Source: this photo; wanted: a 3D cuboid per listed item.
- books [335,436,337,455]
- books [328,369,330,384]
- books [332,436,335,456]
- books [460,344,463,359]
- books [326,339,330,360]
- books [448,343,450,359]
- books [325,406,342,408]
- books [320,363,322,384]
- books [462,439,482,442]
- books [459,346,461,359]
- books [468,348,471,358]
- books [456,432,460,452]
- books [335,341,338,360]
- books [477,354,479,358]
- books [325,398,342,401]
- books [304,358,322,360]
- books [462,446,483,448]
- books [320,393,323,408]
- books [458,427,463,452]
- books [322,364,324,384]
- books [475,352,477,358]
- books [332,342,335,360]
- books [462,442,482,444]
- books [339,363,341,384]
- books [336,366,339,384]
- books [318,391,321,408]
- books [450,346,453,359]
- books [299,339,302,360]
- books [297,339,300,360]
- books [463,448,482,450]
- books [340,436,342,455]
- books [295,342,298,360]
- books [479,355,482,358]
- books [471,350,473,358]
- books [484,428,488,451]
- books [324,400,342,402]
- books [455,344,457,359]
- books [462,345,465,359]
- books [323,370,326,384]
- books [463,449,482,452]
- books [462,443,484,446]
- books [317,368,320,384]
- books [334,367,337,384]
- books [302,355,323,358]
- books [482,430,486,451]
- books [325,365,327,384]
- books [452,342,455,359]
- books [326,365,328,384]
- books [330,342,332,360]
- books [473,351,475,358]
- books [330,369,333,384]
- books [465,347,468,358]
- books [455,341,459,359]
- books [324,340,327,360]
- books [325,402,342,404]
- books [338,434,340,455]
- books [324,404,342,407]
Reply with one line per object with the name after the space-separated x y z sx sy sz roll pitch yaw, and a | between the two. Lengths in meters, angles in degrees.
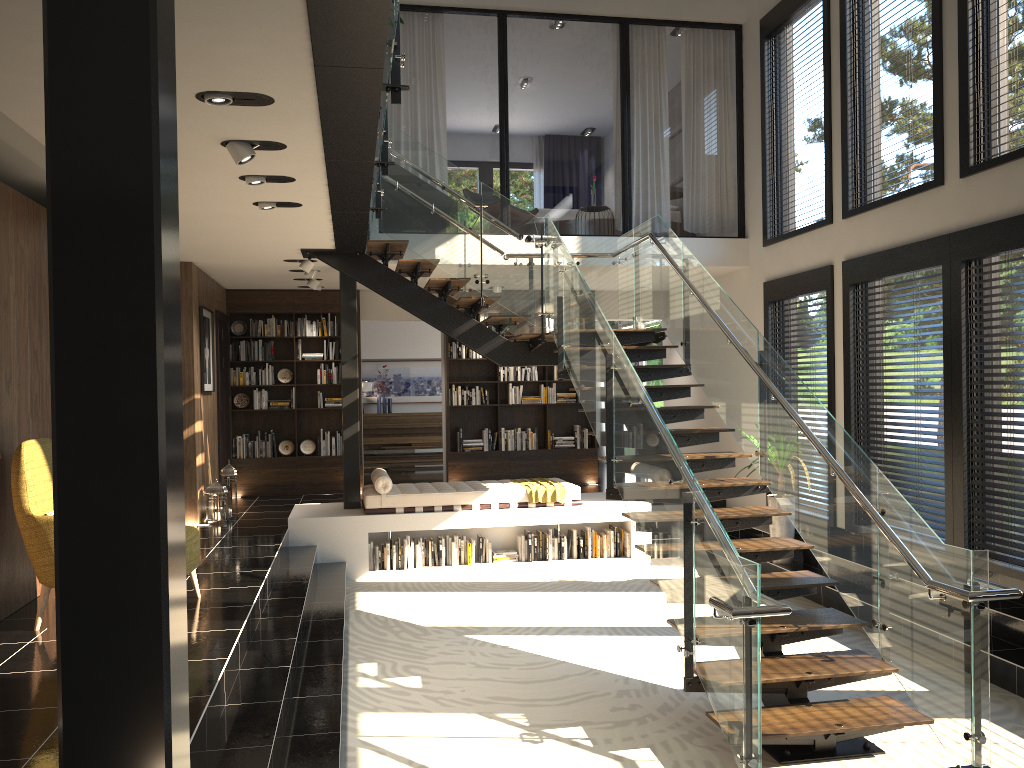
-2.342 0.817 11.813 0.025 0.260 0.114 -1 0 -10 | books
-2.422 -0.099 11.767 0.026 0.200 0.154 -1 0 -10 | books
-2.370 0.819 11.794 0.037 0.256 0.145 -1 0 -10 | books
-0.692 -0.439 12.086 0.021 0.196 0.103 -1 0 -10 | books
-2.444 -0.461 11.782 0.049 0.286 0.259 -1 0 -10 | books
-0.863 -0.444 12.065 0.030 0.212 0.127 -1 0 -10 | books
-2.362 0.306 11.813 0.245 0.021 0.159 -1 0 -8 | books
-2.529 -0.138 11.754 0.025 0.280 0.145 -1 0 -10 | books
-0.547 0.777 12.150 0.257 0.024 0.167 -1 0 -10 | books
-0.716 -0.425 12.078 0.030 0.168 0.125 -1 0 -10 | books
-0.579 -0.429 12.089 0.029 0.173 0.138 -1 0 -10 | books
-0.736 0.788 12.129 0.025 0.270 0.156 -1 0 -10 | books
-2.333 -0.445 11.806 0.035 0.251 0.196 -1 0 -10 | books
-0.472 -0.448 12.134 0.034 0.208 0.112 -1 0 -10 | books
-2.365 0.204 11.824 0.239 0.031 0.146 -1 0 -10 | books
-2.644 -0.331 11.792 0.239 0.033 0.176 -1 0 -13 | books
-0.547 0.858 12.161 0.271 0.025 0.156 -1 0 -9 | books
-2.524 0.216 11.759 0.036 0.206 0.215 -1 0 -10 | books
-0.703 0.753 12.089 0.028 0.340 0.203 -1 0 -10 | books
-2.504 -0.134 11.741 0.019 0.272 0.175 -1 0 -10 | books
-0.499 -0.450 12.121 0.025 0.211 0.126 -1 0 -10 | books
-2.375 -0.438 11.814 0.047 0.238 0.225 -1 0 -10 | books
-0.548 0.802 12.161 0.271 0.025 0.156 -1 0 -9 | books
-2.283 -0.140 11.780 0.037 0.277 0.179 -1 0 -10 | books
-2.319 -0.120 11.791 0.030 0.239 0.146 -1 0 -10 | books
-2.561 0.208 11.782 0.028 0.224 0.161 -1 0 -10 | books
-0.828 -0.428 12.062 0.037 0.177 0.109 -1 0 -10 | books
-2.798 -0.451 11.740 0.016 0.278 0.209 -1 0 -10 | books
-2.818 -0.452 11.731 0.027 0.279 0.166 -1 0 -10 | books
-0.544 0.883 12.149 0.258 0.024 0.167 -1 0 -9 | books
-2.277 0.820 11.819 0.022 0.250 0.144 -1 0 -10 | books
-2.850 -0.433 11.752 0.028 0.242 0.194 -1 0 -10 | books
-0.439 -0.451 12.129 0.028 0.211 0.133 -1 0 -10 | books
-0.558 -0.447 12.122 0.025 0.208 0.114 -1 0 -10 | books
-0.354 0.762 12.184 0.031 0.310 0.169 -1 0 -10 | books
-2.363 0.228 11.816 0.266 0.019 0.157 -1 0 -9 | books
-0.772 -0.443 12.081 0.021 0.207 0.102 -1 0 -10 | books
-0.666 -0.464 12.095 0.034 0.245 0.127 -1 0 -10 | books
-2.481 -0.089 11.750 0.028 0.180 0.130 -1 0 -10 | books
-0.547 0.908 12.166 0.247 0.026 0.148 -1 0 -11 | books
-0.545 0.830 12.147 0.287 0.030 0.176 -1 0 -13 | books
-2.558 -0.103 11.757 0.033 0.211 0.132 -1 0 -10 | books
-2.342 -0.110 11.762 0.027 0.219 0.139 -1 0 -10 | books
-2.642 -0.363 11.779 0.266 0.030 0.209 -1 0 -10 | books
-0.381 0.775 12.161 0.030 0.284 0.177 -1 0 -10 | books
-2.460 -0.125 11.747 0.014 0.253 0.169 -1 0 -10 | books
-0.799 -0.454 12.082 0.030 0.230 0.103 -1 0 -10 | books
-2.442 -0.126 11.741 0.021 0.253 0.167 -1 0 -10 | books
-2.407 -0.436 11.790 0.025 0.235 0.232 -1 0 -10 | books
-0.526 -0.441 12.107 0.032 0.194 0.120 -1 0 -10 | books
-2.388 -0.098 11.744 0.032 0.195 0.183 -1 0 -10 | books
-0.625 -0.454 12.108 0.052 0.224 0.099 -1 0 -10 | books
-0.748 -0.467 12.085 0.029 0.254 0.128 -1 0 -10 | books
-2.482 -0.450 11.792 0.023 0.264 0.218 -1 0 -10 | books
-2.362 0.253 11.810 0.263 0.030 0.159 -1 0 -13 | books
-2.300 0.803 11.800 0.029 0.286 0.138 -1 0 -10 | books
-2.360 0.282 11.802 0.271 0.028 0.174 -1 0 -15 | books
